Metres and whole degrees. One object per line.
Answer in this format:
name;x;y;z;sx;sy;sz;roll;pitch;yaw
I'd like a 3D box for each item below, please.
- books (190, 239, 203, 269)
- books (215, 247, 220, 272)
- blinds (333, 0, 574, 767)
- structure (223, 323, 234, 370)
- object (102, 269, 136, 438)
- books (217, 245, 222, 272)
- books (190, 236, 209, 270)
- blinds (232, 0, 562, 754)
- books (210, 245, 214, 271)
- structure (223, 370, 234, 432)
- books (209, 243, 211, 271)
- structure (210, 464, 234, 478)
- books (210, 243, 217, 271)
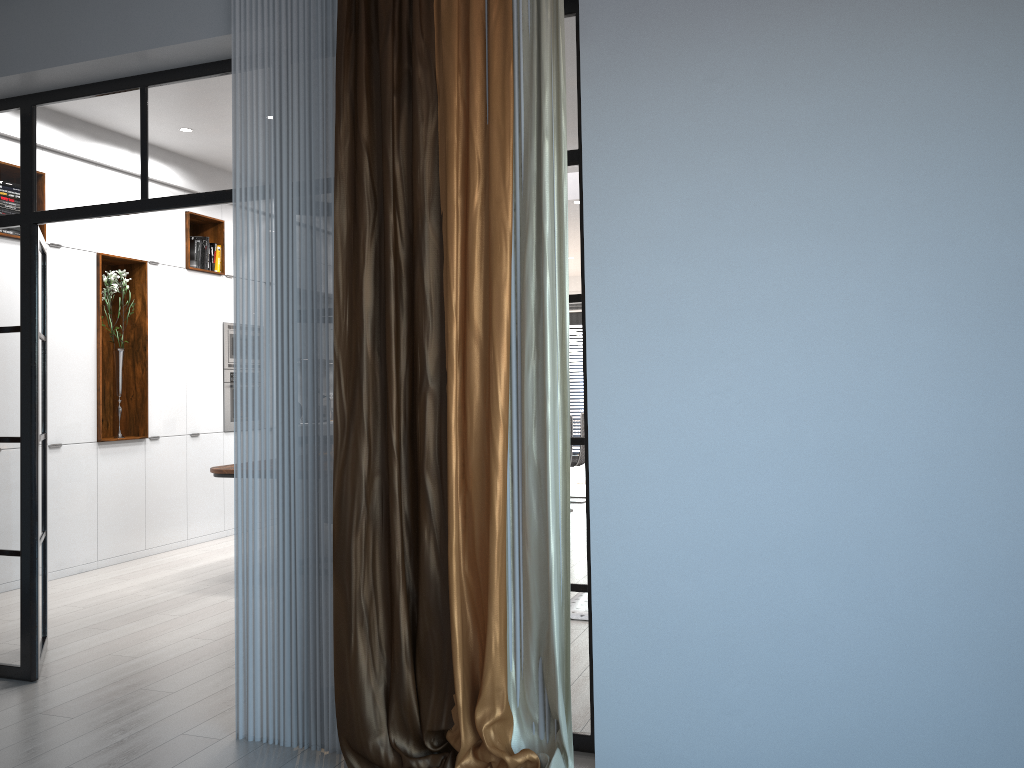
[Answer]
books;-2.867;-1.148;7.880;0.236;0.278;0.106;-2;-2;20
books;-2.753;-1.130;8.108;0.184;0.245;0.033;-2;-2;20
blinds;-0.222;-0.212;2.970;0.810;3.047;0.254;-2;-2;21
structure;-2.741;-0.343;8.464;0.458;0.431;0.595;-1;-1;20
object;-3.111;-0.246;6.984;0.268;1.343;0.267;1;-3;-44
books;-2.757;-1.140;8.139;0.211;0.264;0.024;-2;-2;20
books;-2.834;-1.170;7.950;0.268;0.321;0.047;-2;-2;20
blinds;-0.455;-0.199;3.163;1.300;3.071;0.052;-2;-2;20
books;-2.795;-1.129;8.060;0.190;0.254;0.026;-2;-2;20
structure;-2.715;0.157;8.441;0.495;0.571;0.595;-2;-1;20
books;-2.831;-1.146;8.044;0.230;0.296;0.030;-2;-2;20
structure;-0.817;0.920;8.521;1.377;0.888;5.638;-1;-1;20
books;-2.797;-1.156;8.090;0.238;0.288;0.030;-2;-2;20
